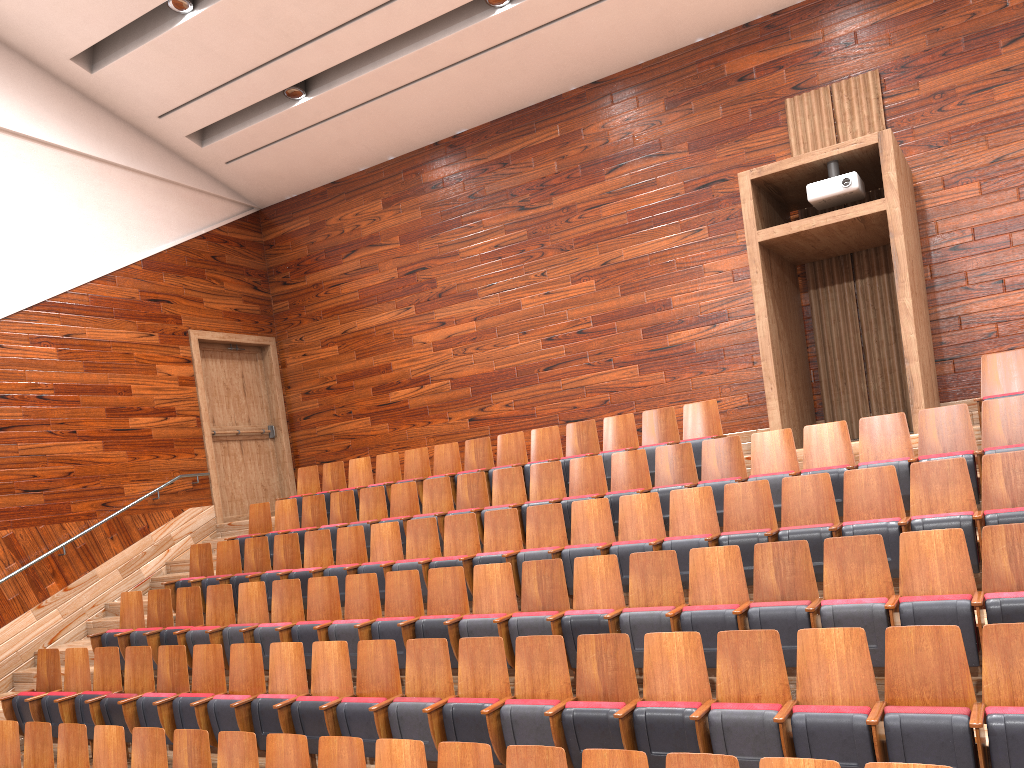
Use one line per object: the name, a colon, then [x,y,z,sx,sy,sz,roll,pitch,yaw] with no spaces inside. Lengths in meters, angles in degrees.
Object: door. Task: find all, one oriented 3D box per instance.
door: [-0.348,0.057,1.129,0.024,0.239,0.139,-7,0,30]

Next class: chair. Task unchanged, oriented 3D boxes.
chair: [0.090,0.172,0.370,1.194,0.372,0.767,-11,-6,30]

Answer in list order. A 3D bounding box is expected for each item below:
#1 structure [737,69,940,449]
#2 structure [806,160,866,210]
structure: [0.279,-0.113,0.751,0.117,0.329,0.143,-7,0,30]
structure: [0.255,-0.161,0.695,0.038,0.031,0.041,-9,-4,30]
